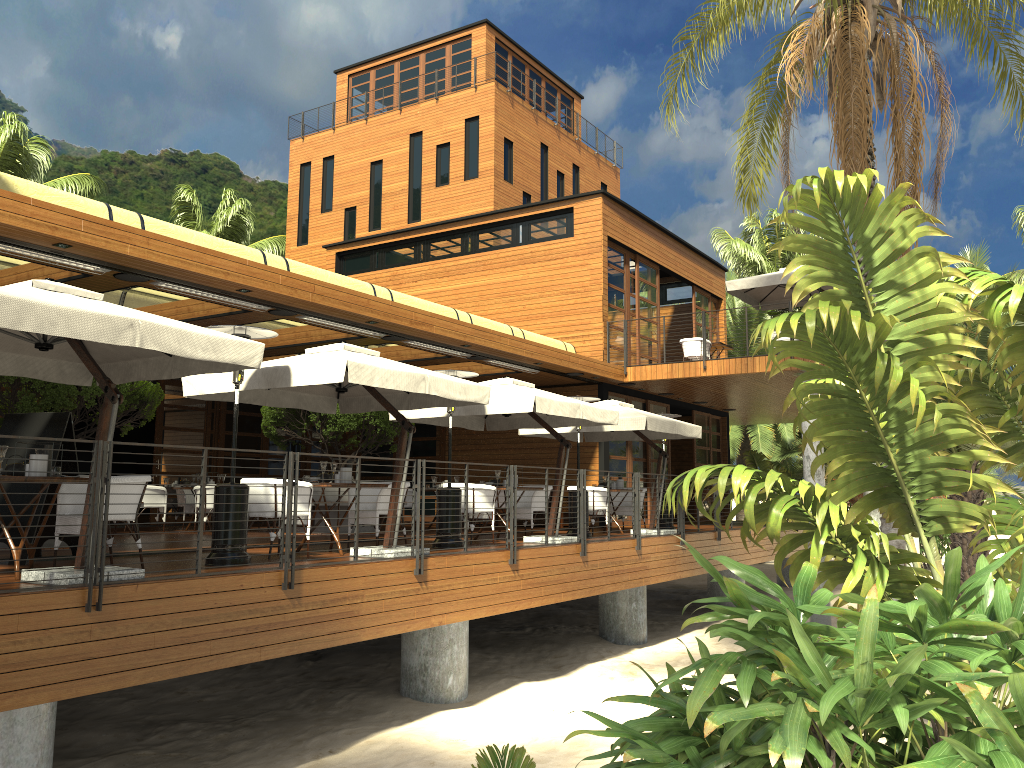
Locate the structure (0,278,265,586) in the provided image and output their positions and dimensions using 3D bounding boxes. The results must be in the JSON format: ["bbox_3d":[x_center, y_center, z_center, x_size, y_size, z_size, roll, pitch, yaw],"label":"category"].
[{"bbox_3d":[-3.715,0.315,6.937,2.412,2.339,2.409,-5,-9,32],"label":"structure"}]

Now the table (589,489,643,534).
[{"bbox_3d":[1.656,2.197,15.294,0.931,0.751,0.930,-5,-9,32],"label":"table"}]

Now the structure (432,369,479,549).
[{"bbox_3d":[-0.768,0.903,10.952,0.699,2.198,0.697,-3,-9,20],"label":"structure"}]

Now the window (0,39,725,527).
[{"bbox_3d":[-2.013,-5.608,22.498,14.488,18.010,38.320,-1,-8,10],"label":"window"}]

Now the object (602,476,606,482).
[{"bbox_3d":[1.634,1.749,15.672,0.082,0.227,0.082,-5,-10,33],"label":"object"}]

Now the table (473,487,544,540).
[{"bbox_3d":[-0.171,1.829,12.464,0.931,0.751,0.930,-5,-9,32],"label":"table"}]

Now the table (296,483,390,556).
[{"bbox_3d":[-1.994,1.462,9.641,0.931,0.751,0.930,-5,-9,32],"label":"table"}]

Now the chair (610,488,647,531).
[{"bbox_3d":[2.107,2.271,16.005,0.627,0.790,0.615,-5,-9,33],"label":"chair"}]

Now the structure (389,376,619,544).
[{"bbox_3d":[-0.081,1.047,12.567,2.412,2.339,2.409,-5,-9,32],"label":"structure"}]

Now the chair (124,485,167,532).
[{"bbox_3d":[-6.169,2.083,14.866,0.616,0.790,0.626,6,-10,-36],"label":"chair"}]

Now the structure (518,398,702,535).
[{"bbox_3d":[1.737,1.413,15.383,2.412,2.339,2.409,-5,-9,32],"label":"structure"}]

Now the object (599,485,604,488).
[{"bbox_3d":[1.522,1.777,15.233,0.116,0.065,0.115,-2,-8,14],"label":"object"}]

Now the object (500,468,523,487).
[{"bbox_3d":[-0.008,1.316,12.444,0.263,0.264,0.263,2,-8,-12],"label":"object"}]

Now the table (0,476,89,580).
[{"bbox_3d":[-3.816,1.095,6.818,0.931,0.751,0.930,-5,-9,32],"label":"table"}]

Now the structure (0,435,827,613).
[{"bbox_3d":[1.375,1.825,12.685,0.163,1.156,26.217,-5,-9,32],"label":"structure"}]

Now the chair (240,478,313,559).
[{"bbox_3d":[-2.427,1.363,9.027,0.627,0.790,0.615,-5,-9,33],"label":"chair"}]

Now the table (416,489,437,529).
[{"bbox_3d":[-1.225,2.360,16.705,1.165,0.751,1.164,-6,-10,38],"label":"table"}]

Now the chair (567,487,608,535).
[{"bbox_3d":[1.250,2.104,14.723,0.627,0.790,0.615,-5,-9,33],"label":"chair"}]

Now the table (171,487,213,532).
[{"bbox_3d":[-5.336,2.178,15.431,1.166,0.751,1.163,-1,-8,13],"label":"table"}]

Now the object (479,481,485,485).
[{"bbox_3d":[-0.418,1.402,12.433,0.086,0.086,0.086,-6,-10,37],"label":"object"}]

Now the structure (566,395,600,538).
[{"bbox_3d":[1.029,1.265,13.737,0.699,2.198,0.697,-3,-9,20],"label":"structure"}]

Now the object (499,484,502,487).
[{"bbox_3d":[-0.171,1.464,12.739,0.080,0.042,0.080,1,-7,-6],"label":"object"}]

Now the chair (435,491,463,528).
[{"bbox_3d":[-1.238,2.442,17.497,0.627,0.790,0.615,2,-8,-11],"label":"chair"}]

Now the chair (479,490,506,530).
[{"bbox_3d":[-0.288,2.354,16.766,0.616,0.790,0.626,2,-8,-11],"label":"chair"}]

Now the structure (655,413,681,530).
[{"bbox_3d":[2.831,1.628,16.527,0.699,2.198,0.697,-3,-9,20],"label":"structure"}]

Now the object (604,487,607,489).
[{"bbox_3d":[1.607,1.783,15.179,0.080,0.042,0.080,0,-7,1],"label":"object"}]

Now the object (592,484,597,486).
[{"bbox_3d":[1.420,1.772,15.279,0.086,0.086,0.086,-5,-9,33],"label":"object"}]

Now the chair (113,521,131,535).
[{"bbox_3d":[-6.172,1.927,13.632,0.627,0.790,0.616,-6,-10,38],"label":"chair"}]

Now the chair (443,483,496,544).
[{"bbox_3d":[-0.589,1.734,11.875,0.627,0.790,0.615,-5,-9,33],"label":"chair"}]

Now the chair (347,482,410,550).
[{"bbox_3d":[-1.539,1.536,10.357,0.627,0.790,0.615,-5,-9,33],"label":"chair"}]

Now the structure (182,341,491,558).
[{"bbox_3d":[-1.898,0.681,9.752,2.412,2.339,2.409,-5,-9,32],"label":"structure"}]

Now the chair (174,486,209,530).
[{"bbox_3d":[-5.816,2.243,16.110,0.627,0.790,0.616,6,-10,-36],"label":"chair"}]

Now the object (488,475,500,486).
[{"bbox_3d":[-0.260,1.377,12.601,0.163,0.179,0.167,-5,-9,34],"label":"object"}]

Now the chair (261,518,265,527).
[{"bbox_3d":[-4.767,2.468,17.850,0.616,0.790,0.626,2,-8,-11],"label":"chair"}]

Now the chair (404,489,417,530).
[{"bbox_3d":[-2.090,2.314,16.518,0.616,0.790,0.626,2,-8,-11],"label":"chair"}]

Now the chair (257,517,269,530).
[{"bbox_3d":[-4.643,2.215,15.844,0.616,0.790,0.626,6,-10,-36],"label":"chair"}]

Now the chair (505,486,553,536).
[{"bbox_3d":[0.268,1.900,13.156,0.627,0.790,0.615,-5,-9,33],"label":"chair"}]

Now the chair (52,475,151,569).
[{"bbox_3d":[-3.417,1.158,7.449,0.627,0.790,0.615,-5,-9,33],"label":"chair"}]

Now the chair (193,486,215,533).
[{"bbox_3d":[-4.933,2.070,14.713,0.627,0.790,0.616,6,-10,-36],"label":"chair"}]

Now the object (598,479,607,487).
[{"bbox_3d":[1.577,1.747,15.447,0.163,0.179,0.167,-5,-9,34],"label":"object"}]

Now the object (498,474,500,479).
[{"bbox_3d":[-0.204,1.379,12.826,0.082,0.227,0.082,-5,-10,33],"label":"object"}]

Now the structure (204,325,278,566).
[{"bbox_3d":[-2.560,0.543,8.176,0.699,2.198,0.697,-3,-9,20],"label":"structure"}]

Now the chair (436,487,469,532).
[{"bbox_3d":[-1.034,2.236,15.862,0.627,0.790,0.615,2,-8,-11],"label":"chair"}]
